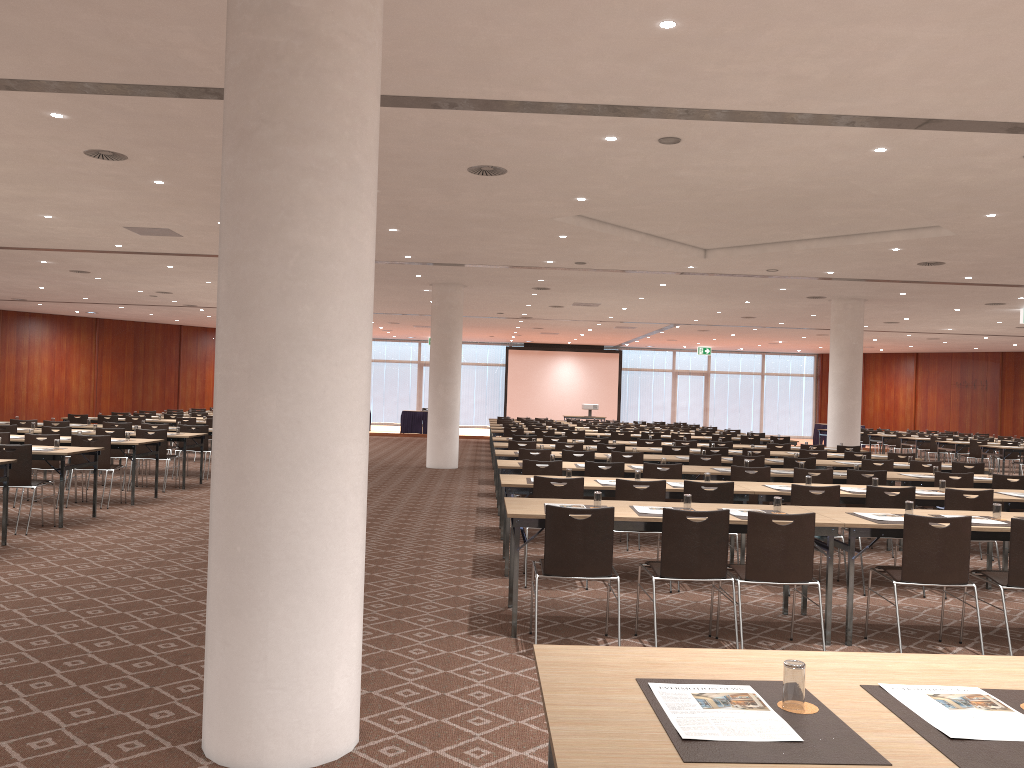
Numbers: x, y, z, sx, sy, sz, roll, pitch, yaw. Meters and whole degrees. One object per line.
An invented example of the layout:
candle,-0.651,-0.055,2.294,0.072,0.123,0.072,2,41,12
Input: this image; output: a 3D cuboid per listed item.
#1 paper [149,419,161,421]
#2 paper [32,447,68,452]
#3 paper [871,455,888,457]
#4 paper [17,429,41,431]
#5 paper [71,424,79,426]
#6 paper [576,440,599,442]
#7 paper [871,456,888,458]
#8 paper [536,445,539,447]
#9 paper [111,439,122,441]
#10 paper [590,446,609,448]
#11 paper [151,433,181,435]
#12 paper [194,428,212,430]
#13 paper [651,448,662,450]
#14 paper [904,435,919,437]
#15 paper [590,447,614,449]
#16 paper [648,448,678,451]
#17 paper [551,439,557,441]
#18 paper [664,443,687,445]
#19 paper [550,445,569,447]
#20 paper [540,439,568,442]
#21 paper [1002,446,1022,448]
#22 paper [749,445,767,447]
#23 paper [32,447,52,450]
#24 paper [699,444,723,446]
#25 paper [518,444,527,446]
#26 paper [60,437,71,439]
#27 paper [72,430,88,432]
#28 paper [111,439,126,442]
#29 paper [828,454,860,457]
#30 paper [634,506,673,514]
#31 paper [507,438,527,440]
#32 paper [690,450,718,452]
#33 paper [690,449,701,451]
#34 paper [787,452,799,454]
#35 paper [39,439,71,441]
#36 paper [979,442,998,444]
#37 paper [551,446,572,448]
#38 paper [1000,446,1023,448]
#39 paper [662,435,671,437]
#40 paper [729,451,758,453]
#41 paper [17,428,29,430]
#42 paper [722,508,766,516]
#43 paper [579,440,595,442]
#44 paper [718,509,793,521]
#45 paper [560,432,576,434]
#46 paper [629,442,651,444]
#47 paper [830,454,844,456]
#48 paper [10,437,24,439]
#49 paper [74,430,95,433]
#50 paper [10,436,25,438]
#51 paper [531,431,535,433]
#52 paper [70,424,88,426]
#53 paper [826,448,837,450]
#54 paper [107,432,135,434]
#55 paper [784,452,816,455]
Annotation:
paper,-7.916,0.791,19.492,0.460,0.003,0.565,2,-1,-1
paper,-5.393,0.742,10.065,0.460,0.003,0.565,2,-1,-5
paper,6.000,1.174,14.472,0.283,0.006,0.398,2,-1,0
paper,-7.756,0.720,13.991,0.460,0.003,0.565,2,-1,1
paper,-7.890,0.740,16.041,0.283,0.006,0.398,2,-1,0
paper,1.416,1.052,16.260,0.460,0.003,0.565,2,-1,-4
paper,6.011,1.177,14.381,0.460,0.003,0.565,2,-1,-1
paper,0.181,0.984,14.243,0.460,0.003,0.565,2,-1,-3
paper,-5.470,0.764,12.089,0.283,0.006,0.398,2,-1,-3
paper,1.426,1.022,14.327,0.283,0.006,0.398,2,-1,-2
paper,-5.505,0.794,14.063,0.460,0.003,0.565,2,-1,-3
paper,-5.570,0.820,16.059,0.460,0.003,0.565,2,-1,-5
paper,2.414,1.055,14.363,0.283,0.006,0.398,2,-1,-4
paper,11.833,1.532,26.076,0.460,0.003,0.565,2,-1,-2
paper,1.477,1.026,14.257,0.460,0.003,0.565,2,-1,-5
paper,2.477,1.059,14.281,0.460,0.003,0.565,2,-1,-5
paper,0.738,1.027,16.295,0.283,0.006,0.398,2,-1,-1
paper,3.054,1.107,16.328,0.460,0.003,0.565,2,-1,-3
paper,0.762,1.000,14.309,0.283,0.006,0.398,2,-1,-1
paper,0.759,1.031,16.249,0.460,0.003,0.565,2,-1,-3
paper,11.333,1.428,20.133,0.283,0.006,0.398,2,-1,-1
paper,4.593,1.155,16.430,0.283,0.006,0.398,2,-1,-2
paper,-5.439,0.737,10.113,0.283,0.006,0.398,2,-1,-4
paper,3.715,1.129,16.324,0.460,0.003,0.565,2,-1,-1
paper,0.154,0.980,14.295,0.283,0.006,0.398,2,-1,1
paper,-6.139,0.742,12.084,0.283,0.006,0.398,2,-1,-2
paper,-6.835,0.747,14.081,0.283,0.006,0.398,2,-1,-1
paper,-5.447,0.768,12.052,0.460,0.003,0.565,2,-1,-2
paper,5.400,1.157,14.404,0.460,0.003,0.565,2,-1,-3
paper,1.026,0.896,6.316,0.283,0.006,0.398,2,-1,1
paper,0.130,1.009,16.209,0.460,0.003,0.565,2,-1,0
paper,3.111,1.081,14.300,0.460,0.003,0.565,2,-1,0
paper,3.056,1.076,14.387,0.283,0.006,0.398,2,-1,2
paper,4.668,1.129,14.407,0.283,0.006,0.398,2,-1,-1
paper,-6.074,0.747,12.039,0.460,0.003,0.565,2,-1,0
paper,11.927,1.476,22.166,0.283,0.006,0.398,2,-1,-5
paper,0.852,1.006,14.250,0.460,0.003,0.565,2,-1,-2
paper,11.395,1.433,20.086,0.460,0.003,0.565,2,-1,-1
paper,3.548,1.169,19.891,0.283,0.006,0.398,2,-1,-2
paper,3.745,1.102,14.341,0.460,0.003,0.565,2,-1,-2
paper,-7.802,0.715,14.035,0.283,0.006,0.398,2,-1,-1
paper,1.686,0.918,6.340,0.283,0.006,0.398,2,-1,0
paper,1.378,1.048,16.321,0.283,0.006,0.398,2,-1,-2
paper,1.756,0.923,6.264,0.460,0.003,0.565,2,-1,-4
paper,1.324,1.098,19.763,0.460,0.003,0.565,2,-1,0
paper,2.393,1.085,16.291,0.460,0.003,0.565,2,-1,2
paper,5.318,1.151,14.447,0.283,0.006,0.398,2,-1,-1
paper,-6.717,0.726,12.027,0.460,0.003,0.565,2,-1,0
paper,-6.767,0.752,13.983,0.460,0.003,0.565,2,-1,-1
paper,-6.785,0.721,12.068,0.283,0.006,0.398,2,-1,-2
paper,0.676,1.077,19.736,0.460,0.003,0.565,2,-1,-3
paper,-7.851,0.744,15.989,0.460,0.003,0.565,2,-1,-1
paper,5.941,1.203,16.418,0.460,0.003,0.565,2,-1,-1
paper,-6.171,0.772,14.034,0.460,0.003,0.565,2,-1,-4
paper,4.734,1.135,14.354,0.460,0.003,0.565,2,-1,-3
